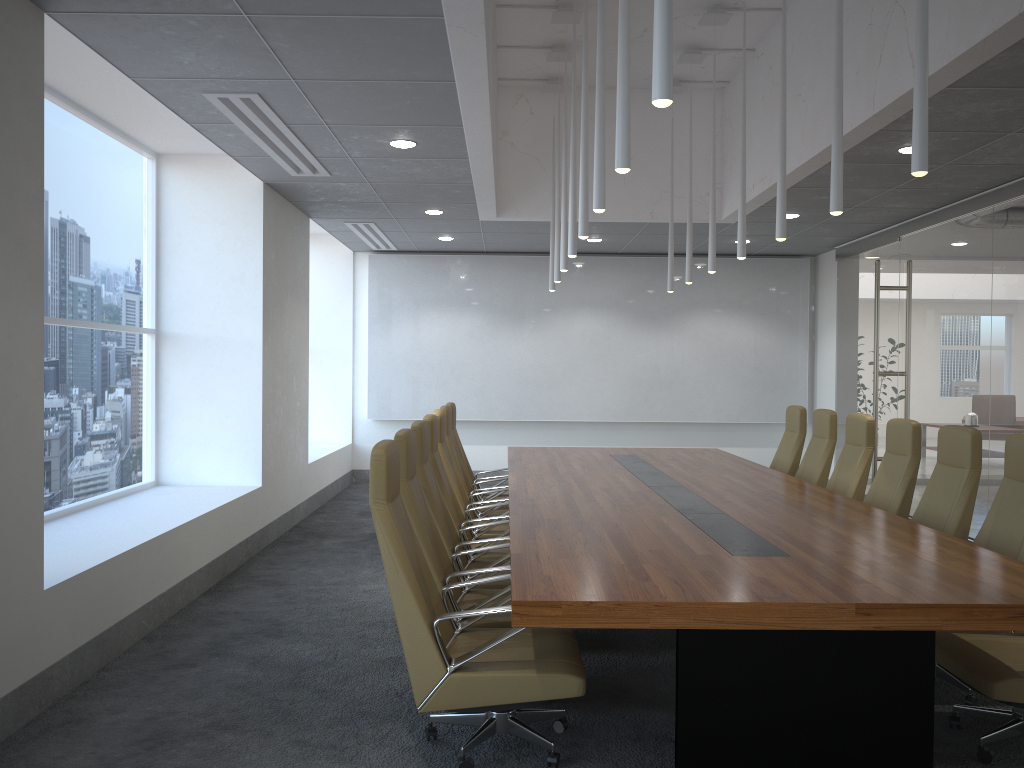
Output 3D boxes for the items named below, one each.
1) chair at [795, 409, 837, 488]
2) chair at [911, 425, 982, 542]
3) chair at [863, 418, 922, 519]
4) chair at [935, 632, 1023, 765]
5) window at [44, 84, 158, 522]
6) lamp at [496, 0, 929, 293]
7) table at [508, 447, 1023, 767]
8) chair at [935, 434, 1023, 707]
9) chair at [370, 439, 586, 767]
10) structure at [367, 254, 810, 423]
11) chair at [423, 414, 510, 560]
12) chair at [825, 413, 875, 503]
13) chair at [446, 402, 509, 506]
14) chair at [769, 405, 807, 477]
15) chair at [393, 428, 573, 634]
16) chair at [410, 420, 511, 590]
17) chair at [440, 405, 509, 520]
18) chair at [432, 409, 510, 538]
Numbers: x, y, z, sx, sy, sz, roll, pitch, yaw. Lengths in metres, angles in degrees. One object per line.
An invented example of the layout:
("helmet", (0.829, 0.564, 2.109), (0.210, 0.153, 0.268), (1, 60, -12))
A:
("chair", (2.420, 0.928, 8.118), (0.955, 1.406, 0.711), (1, 1, 0))
("chair", (2.437, 0.966, 5.714), (0.955, 1.406, 0.711), (1, 1, 0))
("chair", (2.432, 0.953, 6.514), (0.955, 1.406, 0.711), (1, 1, 0))
("chair", (2.517, 0.993, 4.105), (0.955, 1.406, 0.711), (1, 1, 0))
("window", (0.781, -0.905, 17.298), (24.175, 20.155, 35.932), (1, 1, 0))
("lamp", (1.153, -2.164, 6.449), (2.619, 2.378, 7.258), (1, 1, 0))
("table", (1.122, 1.196, 6.503), (2.300, 0.895, 6.500), (1, 1, 0))
("chair", (2.443, 0.979, 4.918), (0.955, 1.406, 0.711), (1, 1, 0))
("chair", (-0.154, 0.968, 4.102), (0.955, 1.406, 0.711), (1, 1, 0))
("structure", (1.193, -0.564, 6.479), (6.600, 2.466, 13.989), (1, 1, 0))
("chair", (-0.172, 0.930, 6.500), (0.955, 1.406, 0.711), (1, 1, 0))
("chair", (2.426, 0.941, 7.309), (0.955, 1.406, 0.711), (1, 1, 0))
("chair", (-0.189, 0.891, 8.886), (0.955, 1.406, 0.711), (1, 1, 0))
("chair", (2.414, 0.915, 8.918), (0.955, 1.406, 0.711), (1, 1, 0))
("chair", (-0.160, 0.955, 4.887), (0.955, 1.406, 0.711), (1, 1, 0))
("chair", (-0.166, 0.942, 5.695), (0.955, 1.406, 0.711), (1, 1, 0))
("chair", (-0.183, 0.904, 8.090), (0.955, 1.406, 0.711), (1, 1, 0))
("chair", (-0.177, 0.917, 7.314), (0.955, 1.406, 0.711), (1, 1, 0))
